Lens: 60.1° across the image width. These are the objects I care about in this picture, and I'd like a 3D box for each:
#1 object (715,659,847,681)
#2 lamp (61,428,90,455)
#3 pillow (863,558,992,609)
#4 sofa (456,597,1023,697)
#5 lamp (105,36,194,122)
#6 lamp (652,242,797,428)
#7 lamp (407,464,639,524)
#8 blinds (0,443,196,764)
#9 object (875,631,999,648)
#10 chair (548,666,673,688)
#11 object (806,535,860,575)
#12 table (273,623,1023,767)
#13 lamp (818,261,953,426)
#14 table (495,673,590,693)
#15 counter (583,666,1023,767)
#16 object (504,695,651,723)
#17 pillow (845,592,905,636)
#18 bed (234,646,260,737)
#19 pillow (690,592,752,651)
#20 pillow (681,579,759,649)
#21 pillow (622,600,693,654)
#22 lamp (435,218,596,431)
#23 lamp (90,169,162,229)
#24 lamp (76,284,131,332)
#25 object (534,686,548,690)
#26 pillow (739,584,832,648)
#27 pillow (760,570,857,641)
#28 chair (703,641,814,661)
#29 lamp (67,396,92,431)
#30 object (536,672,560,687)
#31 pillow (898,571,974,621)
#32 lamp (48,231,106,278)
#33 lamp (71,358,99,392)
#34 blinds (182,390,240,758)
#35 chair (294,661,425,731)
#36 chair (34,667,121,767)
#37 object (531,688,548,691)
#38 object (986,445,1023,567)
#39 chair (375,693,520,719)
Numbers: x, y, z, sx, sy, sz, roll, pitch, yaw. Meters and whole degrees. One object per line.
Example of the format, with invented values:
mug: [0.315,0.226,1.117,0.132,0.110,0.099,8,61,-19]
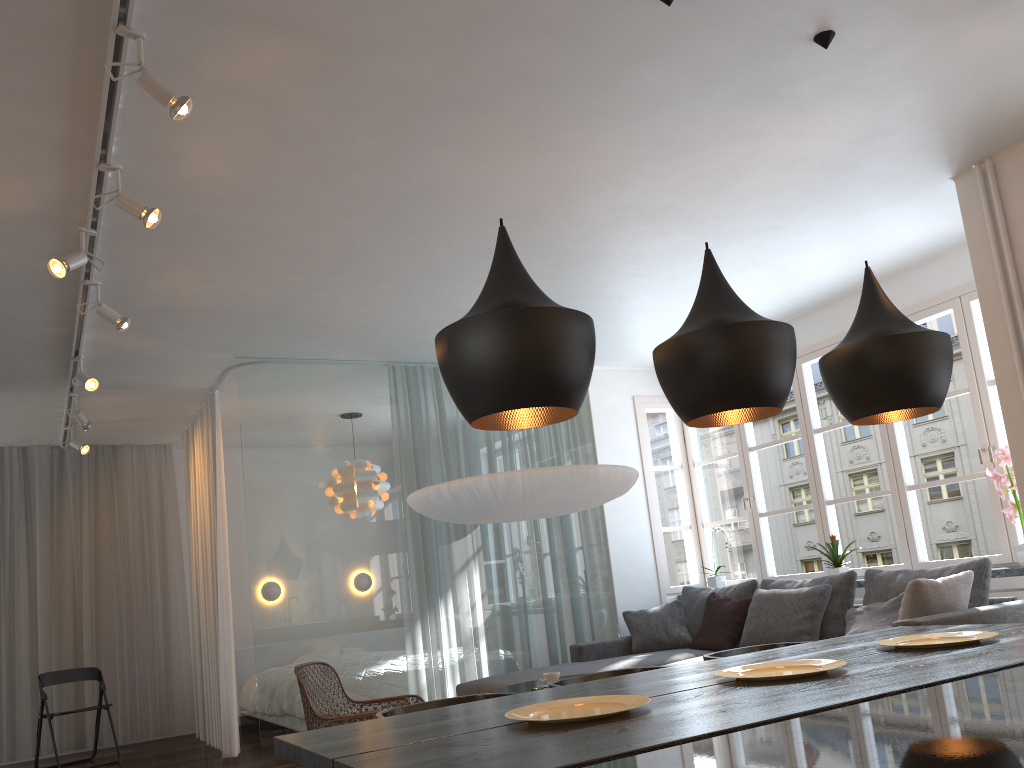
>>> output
object: [0.746,0.798,2.459,0.359,0.016,0.357,-18,-17,40]
lamp: [-3.644,0.480,7.362,0.251,0.237,0.086,-7,-10,3]
pillow: [2.327,1.271,5.043,0.275,0.470,0.848,-1,-13,-28]
sofa: [1.201,1.785,5.326,2.039,0.663,3.111,1,-15,-28]
lamp: [-1.080,-0.927,2.646,0.086,0.237,0.251,-15,-14,42]
lamp: [0.614,-0.163,2.613,0.414,0.534,0.412,-15,-13,36]
lamp: [0.079,0.738,5.593,1.471,0.207,1.489,-8,-13,7]
blinds: [-3.886,1.893,8.021,1.806,2.701,0.155,-1,-11,-27]
object: [1.332,0.807,2.778,0.355,0.016,0.361,0,-15,-25]
chair: [0.419,1.296,2.885,0.593,0.663,0.527,-1,-12,-28]
object: [2.261,1.201,6.122,0.379,0.324,0.324,-15,-14,35]
table: [0.752,1.145,2.429,2.499,0.670,1.122,1,-14,-28]
lamp: [1.228,-0.154,2.947,0.411,0.534,0.416,-7,-11,4]
table: [0.357,1.838,4.724,0.846,0.466,0.859,0,-14,-26]
counter: [1.359,0.127,0.778,5.059,0.002,0.742,1,-15,-29]
object: [0.159,0.790,2.140,0.355,0.016,0.361,0,-15,-25]
pillow: [2.066,1.356,5.024,0.497,0.317,0.445,-17,-16,41]
bed: [-1.295,2.633,7.906,2.165,0.752,2.477,1,-15,-28]
pillow: [1.481,1.685,6.287,0.311,0.398,0.528,-1,-13,-27]
pillow: [1.497,1.729,6.586,0.275,0.471,0.848,-1,-13,-28]
pillow: [1.097,1.839,6.697,0.516,0.355,0.351,-9,-11,10]
lamp: [0.001,-0.172,2.280,0.412,0.534,0.415,-10,-11,18]
lamp: [-1.472,-0.712,3.369,0.251,0.236,0.086,-2,-11,-23]
lamp: [-2.054,-0.388,4.457,0.251,0.237,0.086,4,-15,-43]
object: [0.181,1.577,4.587,0.165,0.016,0.025,-16,-15,35]
pillow: [1.782,1.531,5.779,0.292,0.392,0.676,-1,-14,-29]
pillow: [1.911,1.504,5.839,0.276,0.468,0.851,-1,-13,-28]
chair: [1.016,1.306,3.216,0.593,0.663,0.527,0,-13,-30]
lamp: [-3.154,0.210,6.452,0.085,0.237,0.254,-7,-11,0]
object: [0.191,1.575,4.698,0.139,0.068,0.093,-3,-12,-17]
pillow: [2.114,1.178,4.470,0.494,0.409,0.290,0,-12,-30]
lamp: [-1.890,-0.554,3.834,0.085,0.237,0.252,-11,-12,26]
lamp: [-2.703,-0.054,5.555,0.252,0.237,0.086,-12,-11,27]
blinds: [-2.535,1.586,7.348,0.154,2.700,1.833,-2,-11,-27]
chair: [-0.839,1.911,5.010,0.686,0.700,0.727,-7,-11,3]
chair: [-3.540,2.713,7.192,0.567,0.765,0.502,-16,-14,40]
object: [0.156,1.572,4.552,0.015,0.014,0.170,3,-16,-41]
object: [2.860,0.689,5.023,0.203,0.682,0.298,-14,-13,39]
chair: [-0.119,1.288,2.592,0.593,0.663,0.527,0,-13,-30]
